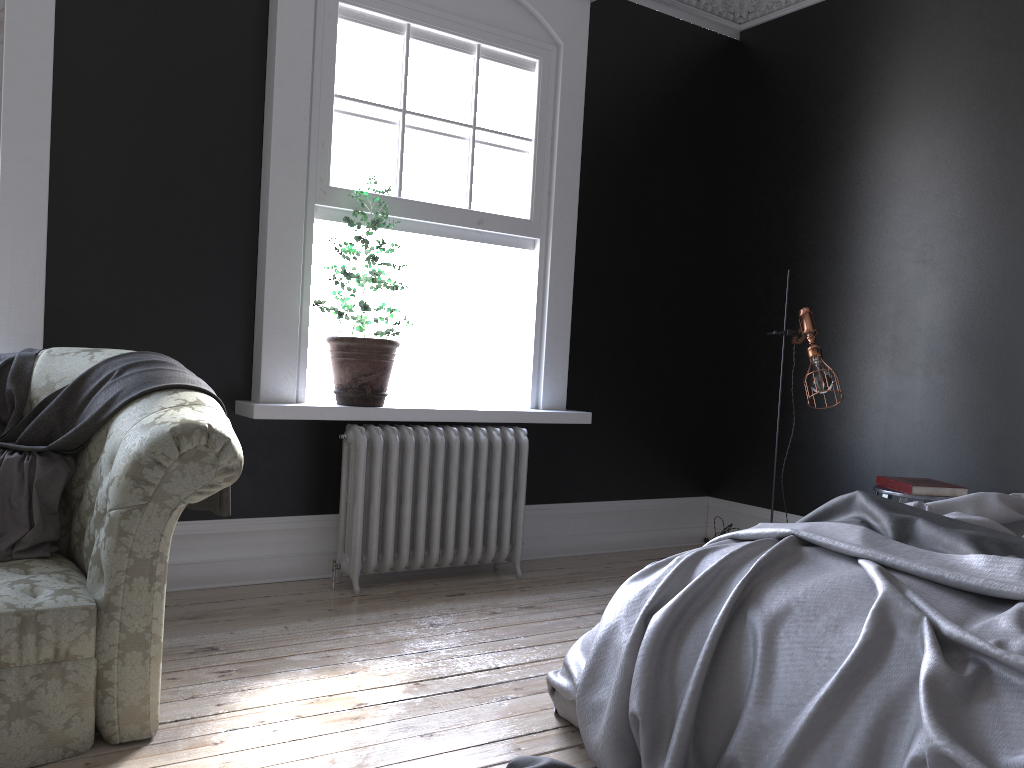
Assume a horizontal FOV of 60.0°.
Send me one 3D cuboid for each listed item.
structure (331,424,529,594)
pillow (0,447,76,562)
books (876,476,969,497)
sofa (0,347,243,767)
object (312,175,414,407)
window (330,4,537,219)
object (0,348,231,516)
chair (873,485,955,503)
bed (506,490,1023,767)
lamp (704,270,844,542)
[{"bbox_3d":[-0.399,0.641,4.689,1.141,0.849,0.276,2,2,-33],"label":"structure"},{"bbox_3d":[-1.923,0.327,2.815,0.964,0.462,0.404,3,2,-26],"label":"pillow"},{"bbox_3d":[1.968,0.493,4.268,0.275,0.045,0.346,3,1,-4],"label":"books"},{"bbox_3d":[-2.388,0.415,2.573,2.814,1.161,1.604,2,2,-33],"label":"sofa"},{"bbox_3d":[-0.736,-0.455,4.457,0.474,1.135,0.505,4,2,6],"label":"object"},{"bbox_3d":[-0.405,-1.386,4.779,1.263,1.018,0.056,2,3,-33],"label":"window"},{"bbox_3d":[-1.625,0.158,3.177,1.366,0.585,0.517,4,2,16],"label":"object"},{"bbox_3d":[1.942,0.850,4.293,0.613,0.673,0.613,4,2,11],"label":"chair"},{"bbox_3d":[1.767,0.557,2.691,3.284,1.299,2.763,2,2,-45],"label":"bed"},{"bbox_3d":[1.521,0.245,5.237,0.437,1.780,1.717,4,2,5],"label":"lamp"}]
